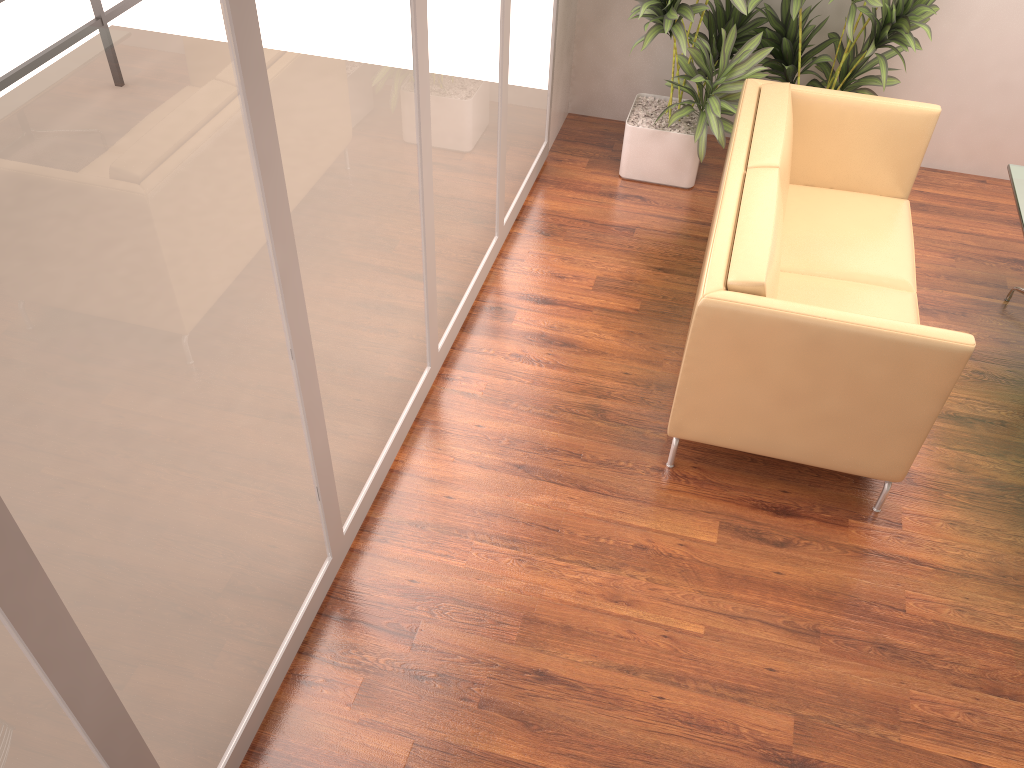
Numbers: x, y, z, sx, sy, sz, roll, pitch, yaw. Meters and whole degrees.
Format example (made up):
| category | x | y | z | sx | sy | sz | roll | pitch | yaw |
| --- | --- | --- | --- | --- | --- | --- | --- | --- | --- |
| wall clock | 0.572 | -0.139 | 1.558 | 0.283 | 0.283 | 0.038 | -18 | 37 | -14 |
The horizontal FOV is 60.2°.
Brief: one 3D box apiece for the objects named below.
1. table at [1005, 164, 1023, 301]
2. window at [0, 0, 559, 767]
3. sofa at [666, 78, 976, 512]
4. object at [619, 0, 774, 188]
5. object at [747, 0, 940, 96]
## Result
| category | x | y | z | sx | sy | sz | roll | pitch | yaw |
| --- | --- | --- | --- | --- | --- | --- | --- | --- | --- |
| table | 2.471 | -0.112 | 3.546 | 0.937 | 0.588 | 1.786 | 12 | 45 | 10 |
| window | -0.791 | 0.034 | 1.165 | 0.062 | 3.443 | 8.172 | 13 | 45 | 10 |
| sofa | 1.243 | -0.477 | 3.657 | 0.876 | 0.880 | 1.720 | 12 | 45 | 10 |
| object | 0.941 | -2.037 | 4.299 | 0.955 | 2.208 | 1.042 | 26 | 49 | 22 |
| object | 1.597 | -1.912 | 4.200 | 1.071 | 2.208 | 0.929 | 22 | 47 | 19 |
